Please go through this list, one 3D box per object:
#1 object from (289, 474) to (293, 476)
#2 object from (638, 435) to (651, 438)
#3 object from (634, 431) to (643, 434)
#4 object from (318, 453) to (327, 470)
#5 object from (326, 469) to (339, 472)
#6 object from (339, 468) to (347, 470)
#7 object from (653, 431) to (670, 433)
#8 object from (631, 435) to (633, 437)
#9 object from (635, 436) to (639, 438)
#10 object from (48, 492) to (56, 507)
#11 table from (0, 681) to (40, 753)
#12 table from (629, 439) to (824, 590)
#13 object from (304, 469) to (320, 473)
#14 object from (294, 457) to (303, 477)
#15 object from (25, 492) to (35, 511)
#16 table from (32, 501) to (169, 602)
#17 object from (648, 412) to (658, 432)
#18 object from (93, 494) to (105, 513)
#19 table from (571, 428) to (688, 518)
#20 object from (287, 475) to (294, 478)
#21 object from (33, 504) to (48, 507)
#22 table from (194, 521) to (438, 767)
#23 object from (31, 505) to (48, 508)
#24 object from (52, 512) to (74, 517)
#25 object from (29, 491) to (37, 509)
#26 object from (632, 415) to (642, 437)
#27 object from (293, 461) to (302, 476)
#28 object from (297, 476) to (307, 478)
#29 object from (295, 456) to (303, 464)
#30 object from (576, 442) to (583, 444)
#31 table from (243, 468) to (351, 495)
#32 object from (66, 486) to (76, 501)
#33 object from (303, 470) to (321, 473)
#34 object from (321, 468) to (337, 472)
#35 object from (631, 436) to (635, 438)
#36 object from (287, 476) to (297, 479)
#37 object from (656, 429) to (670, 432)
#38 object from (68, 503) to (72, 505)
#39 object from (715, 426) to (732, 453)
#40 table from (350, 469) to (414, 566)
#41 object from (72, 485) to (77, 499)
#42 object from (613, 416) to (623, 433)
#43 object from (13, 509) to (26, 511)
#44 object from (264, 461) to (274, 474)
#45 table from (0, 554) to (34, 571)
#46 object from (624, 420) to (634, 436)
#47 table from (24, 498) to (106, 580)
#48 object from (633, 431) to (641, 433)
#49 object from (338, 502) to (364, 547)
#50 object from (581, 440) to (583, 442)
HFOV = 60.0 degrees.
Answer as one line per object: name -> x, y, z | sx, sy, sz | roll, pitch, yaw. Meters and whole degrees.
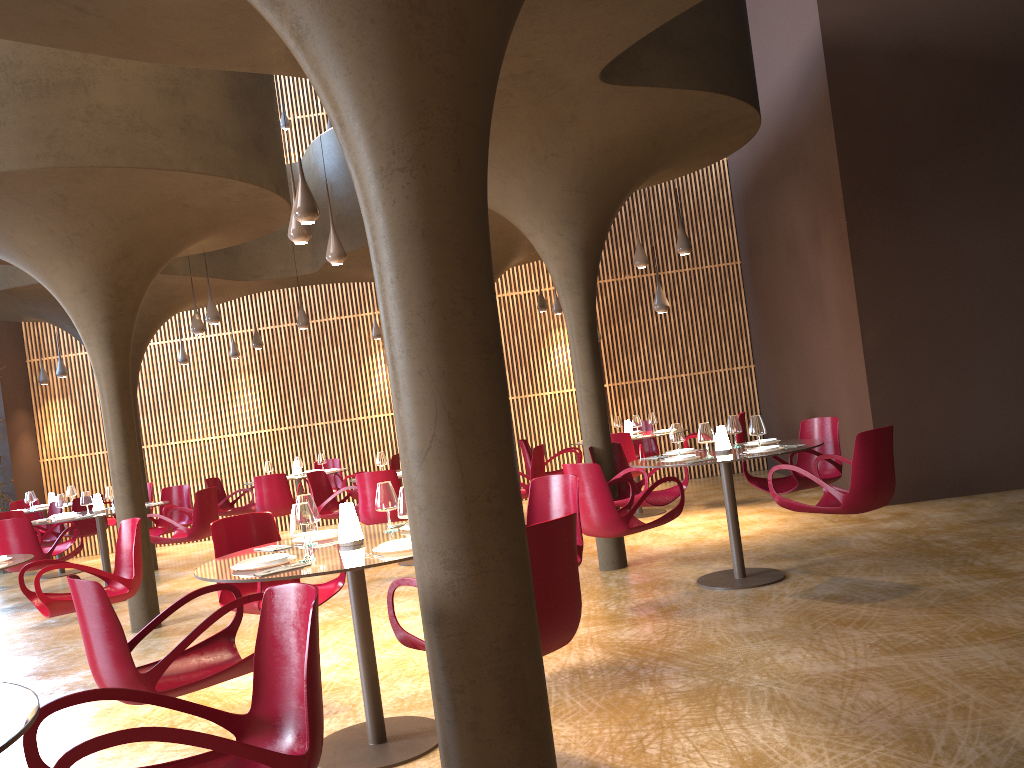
object -> -3.571, 1.486, 14.578 | 0.126, 0.017, 0.262 | -8, -1, 3
object -> 1.805, 0.710, 12.034 | 0.126, 0.017, 0.261 | -8, -2, 24
object -> 1.789, 0.733, 13.188 | 0.332, 0.014, 0.331 | -9, -2, 39
object -> -3.035, 1.260, 14.172 | 0.141, 0.295, 0.142 | -7, 0, -44
object -> -2.887, 1.373, 13.980 | 0.332, 0.014, 0.331 | -8, -2, 26
object -> -2.800, 1.376, 14.269 | 0.262, 0.017, 0.126 | -8, -1, 13
object -> 2.154, 0.667, 12.454 | 0.331, 0.014, 0.332 | -7, -1, -8
object -> 1.536, 0.732, 12.172 | 0.263, 0.029, 0.263 | -8, -1, 8
object -> 1.533, 0.743, 12.174 | 0.411, 0.012, 0.204 | -8, -1, 19
object -> -7.578, 1.904, 14.610 | 0.144, 0.232, 0.142 | -7, 0, -22
table -> -1.980, 1.538, 2.089 | 1.670, 1.130, 1.675 | -7, -1, -29
table -> 1.937, 1.160, 7.799 | 1.669, 1.130, 1.675 | -7, -1, -29
object -> -3.275, 1.429, 14.540 | 0.263, 0.029, 0.263 | -8, -1, 13
object -> -3.284, 1.279, 13.628 | 0.142, 0.295, 0.142 | -8, 0, -5
object -> -7.734, 1.884, 14.221 | 0.142, 0.295, 0.142 | -8, 0, 2
table -> -5.195, 2.193, 11.315 | 1.674, 1.130, 1.670 | -8, -1, 22
object -> 2.009, 0.553, 12.648 | 0.142, 0.295, 0.142 | -8, 0, -9
object -> -5.284, 1.518, 11.314 | 0.142, 0.232, 0.145 | -7, 0, -42
table -> 1.750, 1.305, 12.672 | 1.674, 1.130, 1.670 | -8, -1, 23
object -> -3.445, 1.425, 13.479 | 0.263, 0.029, 0.263 | -8, -1, 8
object -> -7.955, 2.060, 14.966 | 0.262, 0.029, 0.263 | -6, -2, -44
table -> -0.821, 1.455, 4.949 | 1.669, 1.130, 1.675 | -7, -1, -37
object -> -7.954, 2.070, 14.966 | 0.331, 0.014, 0.332 | -7, -1, -5
object -> -5.786, 1.685, 11.426 | 0.263, 0.029, 0.263 | -8, -1, 3
object -> -7.979, 1.930, 14.733 | 0.142, 0.295, 0.142 | -8, 0, 3
object -> 1.731, 0.580, 12.266 | 0.142, 0.295, 0.142 | -8, 0, 11
object -> -3.411, 1.337, 14.025 | 0.142, 0.232, 0.144 | -7, 0, -12
object -> -3.148, 1.401, 13.420 | 0.126, 0.017, 0.262 | -8, -1, 8
object -> -3.458, 1.321, 14.378 | 0.142, 0.295, 0.142 | -8, 0, 3
object -> 1.041, 0.824, 12.535 | 0.262, 0.017, 0.126 | -8, -1, 18
table -> -3.322, 2.012, 14.026 | 1.673, 1.130, 1.671 | -8, -1, 12
object -> -7.197, 1.819, 14.476 | 0.141, 0.295, 0.142 | -7, 0, -38
object -> -3.274, 1.438, 14.540 | 0.332, 0.014, 0.332 | -8, -1, 1
object -> -2.888, 1.364, 13.979 | 0.263, 0.029, 0.263 | -7, -1, -19
object -> 1.537, 0.741, 12.172 | 0.332, 0.014, 0.331 | -8, -2, 30
object -> -3.443, 1.435, 13.479 | 0.331, 0.014, 0.332 | -7, -1, -8
object -> 2.153, 0.657, 12.454 | 0.263, 0.029, 0.263 | -8, -1, -2
object -> -7.203, 1.943, 14.245 | 0.263, 0.029, 0.263 | -7, -1, -5
object -> 1.848, 0.485, 7.798 | 0.144, 0.232, 0.142 | -7, 0, -40
table -> -1.124, 1.649, 11.151 | 1.674, 1.130, 1.670 | -8, -1, 22
object -> -7.389, 1.856, 14.909 | 0.142, 0.295, 0.142 | -8, 0, 20
object -> 1.567, 0.622, 13.079 | 0.142, 0.295, 0.142 | -8, 0, -15
object -> -7.948, 2.041, 14.222 | 0.263, 0.029, 0.263 | -7, -1, -10
object -> -3.798, 1.353, 13.861 | 0.141, 0.295, 0.142 | -7, 0, -26
table -> -4.270, 1.947, 6.304 | 1.669, 1.130, 1.675 | -7, -1, -34
object -> 1.660, 0.630, 12.670 | 0.144, 0.232, 0.142 | -8, 0, -2
table -> -7.488, 2.579, 14.612 | 1.675, 1.130, 1.669 | -8, -1, 44
object -> 1.788, 0.724, 13.188 | 0.263, 0.029, 0.263 | -8, -2, 30
object -> -0.910, 0.780, 4.948 | 0.142, 0.232, 0.145 | -7, 0, -37
object -> 1.151, 0.809, 12.816 | 0.332, 0.014, 0.331 | -8, -2, 31
